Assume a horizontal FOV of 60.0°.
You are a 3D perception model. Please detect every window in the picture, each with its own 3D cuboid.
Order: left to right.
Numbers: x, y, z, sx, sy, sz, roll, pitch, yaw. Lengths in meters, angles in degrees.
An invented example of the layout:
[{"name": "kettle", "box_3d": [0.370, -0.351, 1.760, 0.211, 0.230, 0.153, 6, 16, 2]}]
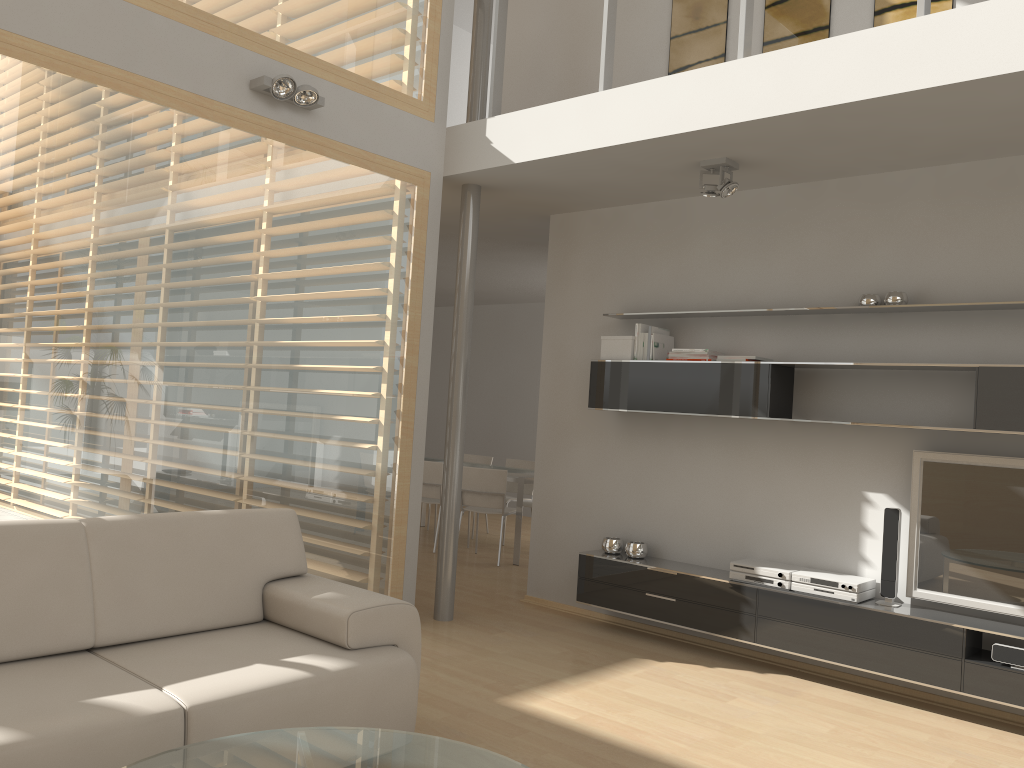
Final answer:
[{"name": "window", "box_3d": [-1.477, -0.006, 4.246, 0.020, 2.500, 2.525, 2, -2, 41]}, {"name": "window", "box_3d": [-1.297, -2.849, 4.333, 0.020, 2.200, 2.525, 2, -2, 41]}]

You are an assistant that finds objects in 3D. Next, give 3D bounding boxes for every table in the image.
[{"name": "table", "box_3d": [-0.421, 1.159, 1.958, 1.198, 0.370, 1.198, 5, -2, -31]}, {"name": "table", "box_3d": [-0.445, 1.169, 8.616, 2.199, 0.746, 0.900, 2, -2, 41]}]

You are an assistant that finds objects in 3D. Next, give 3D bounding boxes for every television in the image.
[{"name": "television", "box_3d": [2.474, 0.716, 4.063, 1.224, 0.735, 0.096, 2, -2, 42]}]

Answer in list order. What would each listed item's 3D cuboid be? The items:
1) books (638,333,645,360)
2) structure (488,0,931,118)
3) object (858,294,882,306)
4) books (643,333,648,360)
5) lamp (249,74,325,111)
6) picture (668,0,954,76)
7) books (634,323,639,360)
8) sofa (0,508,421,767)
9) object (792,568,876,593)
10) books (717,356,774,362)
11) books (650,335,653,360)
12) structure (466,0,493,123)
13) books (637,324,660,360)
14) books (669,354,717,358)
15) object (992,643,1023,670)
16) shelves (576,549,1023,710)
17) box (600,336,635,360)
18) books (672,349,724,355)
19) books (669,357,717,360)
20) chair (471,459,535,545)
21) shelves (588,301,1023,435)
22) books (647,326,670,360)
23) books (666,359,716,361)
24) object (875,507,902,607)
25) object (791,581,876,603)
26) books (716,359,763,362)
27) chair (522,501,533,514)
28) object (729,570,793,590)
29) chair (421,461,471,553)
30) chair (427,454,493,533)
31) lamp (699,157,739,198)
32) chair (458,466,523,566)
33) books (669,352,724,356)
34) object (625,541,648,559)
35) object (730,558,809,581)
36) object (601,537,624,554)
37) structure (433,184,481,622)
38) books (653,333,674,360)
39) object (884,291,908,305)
[{"name": "books", "box_3d": [0.855, -0.218, 5.443, 0.027, 0.169, 0.230, 2, -2, 41]}, {"name": "structure", "box_3d": [1.709, -1.926, 3.675, 5.400, 0.900, 0.080, 2, -2, 41]}, {"name": "object", "box_3d": [1.879, -0.433, 4.655, 0.115, 0.081, 0.115, 3, -2, 22]}, {"name": "books", "box_3d": [0.881, -0.216, 5.431, 0.027, 0.169, 0.230, 2, -2, 41]}, {"name": "lamp", "box_3d": [-1.107, -1.460, 4.448, 0.183, 0.110, 0.360, 2, -2, 41]}, {"name": "picture", "box_3d": [1.676, -2.723, 5.120, 1.684, 1.800, 0.010, 2, -2, 41]}, {"name": "books", "box_3d": [0.827, -0.247, 5.472, 0.017, 0.227, 0.230, 2, -2, 41]}, {"name": "sofa", "box_3d": [-1.344, 0.889, 2.904, 1.168, 0.846, 2.093, 2, -2, 41]}, {"name": "object", "box_3d": [1.668, 1.023, 4.611, 0.349, 0.049, 0.262, 2, -2, 41]}, {"name": "books", "box_3d": [1.319, -0.140, 5.009, 0.230, 0.017, 0.227, 2, -2, 41]}, {"name": "books", "box_3d": [0.903, -0.210, 5.396, 0.009, 0.156, 0.207, 2, -2, 41]}, {"name": "structure", "box_3d": [-0.157, -2.737, 5.607, 0.121, 2.400, 0.122, 3, -2, 29]}, {"name": "books", "box_3d": [0.846, -0.246, 5.465, 0.017, 0.227, 0.230, 2, -2, 41]}, {"name": "books", "box_3d": [1.078, -0.157, 5.209, 0.254, 0.015, 0.190, 2, -2, 37]}, {"name": "object", "box_3d": [2.297, 1.219, 3.918, 0.300, 0.092, 0.085, 2, -2, 41]}, {"name": "shelves", "box_3d": [2.091, 1.268, 4.215, 4.236, 0.312, 0.300, 2, -2, 41]}, {"name": "box", "box_3d": [0.713, -0.214, 5.533, 0.232, 0.149, 0.232, 2, -2, 41]}, {"name": "books", "box_3d": [1.095, -0.188, 5.210, 0.227, 0.017, 0.230, 2, -2, 36]}, {"name": "books", "box_3d": [1.086, -0.144, 5.203, 0.268, 0.011, 0.190, 2, -2, 43]}, {"name": "chair", "box_3d": [-0.056, 1.175, 8.958, 0.455, 0.807, 0.501, 2, -2, 41]}, {"name": "shelves", "box_3d": [2.167, 0.072, 4.251, 4.236, 0.914, 0.300, 2, -2, 41]}, {"name": "books", "box_3d": [0.892, -0.236, 5.406, 0.021, 0.210, 0.207, 2, -2, 41]}, {"name": "books", "box_3d": [1.088, -0.132, 5.200, 0.297, 0.013, 0.210, 2, -2, 41]}, {"name": "object", "box_3d": [1.906, 0.865, 4.461, 0.111, 0.483, 0.116, 2, -2, 38]}, {"name": "object", "box_3d": [1.669, 1.072, 4.614, 0.349, 0.049, 0.250, 2, -2, 41]}, {"name": "books", "box_3d": [1.312, -0.124, 5.021, 0.254, 0.015, 0.190, 5, -2, -42]}, {"name": "chair", "box_3d": [0.403, 1.190, 8.508, 0.455, 0.807, 0.501, 2, -2, 41]}, {"name": "object", "box_3d": [1.399, 1.062, 4.844, 0.349, 0.049, 0.262, 2, -2, 41]}, {"name": "chair", "box_3d": [-0.697, 1.112, 8.248, 0.455, 0.807, 0.501, 2, -2, 36]}, {"name": "chair", "box_3d": [-0.543, 1.157, 9.377, 0.455, 0.807, 0.501, 2, -2, 41]}, {"name": "lamp", "box_3d": [1.103, -1.083, 4.719, 0.214, 0.195, 0.150, 2, -2, 41]}, {"name": "chair", "box_3d": [-0.195, 1.129, 7.750, 0.455, 0.807, 0.501, 3, -2, 21]}, {"name": "books", "box_3d": [1.083, -0.172, 5.202, 0.254, 0.015, 0.190, 2, -2, 43]}, {"name": "object", "box_3d": [0.765, 1.019, 5.446, 0.143, 0.091, 0.143, 4, -2, -16]}, {"name": "object", "box_3d": [1.402, 1.013, 4.846, 0.349, 0.049, 0.262, 2, -2, 41]}, {"name": "object", "box_3d": [0.632, 1.014, 5.564, 0.143, 0.091, 0.143, 4, -2, -16]}, {"name": "structure", "box_3d": [-0.338, 0.106, 5.520, 0.121, 2.700, 0.122, 3, -2, 29]}, {"name": "books", "box_3d": [0.923, -0.214, 5.396, 0.023, 0.169, 0.230, 2, -2, 41]}, {"name": "object", "box_3d": [1.960, -0.432, 4.527, 0.115, 0.081, 0.115, 3, -2, 22]}]
